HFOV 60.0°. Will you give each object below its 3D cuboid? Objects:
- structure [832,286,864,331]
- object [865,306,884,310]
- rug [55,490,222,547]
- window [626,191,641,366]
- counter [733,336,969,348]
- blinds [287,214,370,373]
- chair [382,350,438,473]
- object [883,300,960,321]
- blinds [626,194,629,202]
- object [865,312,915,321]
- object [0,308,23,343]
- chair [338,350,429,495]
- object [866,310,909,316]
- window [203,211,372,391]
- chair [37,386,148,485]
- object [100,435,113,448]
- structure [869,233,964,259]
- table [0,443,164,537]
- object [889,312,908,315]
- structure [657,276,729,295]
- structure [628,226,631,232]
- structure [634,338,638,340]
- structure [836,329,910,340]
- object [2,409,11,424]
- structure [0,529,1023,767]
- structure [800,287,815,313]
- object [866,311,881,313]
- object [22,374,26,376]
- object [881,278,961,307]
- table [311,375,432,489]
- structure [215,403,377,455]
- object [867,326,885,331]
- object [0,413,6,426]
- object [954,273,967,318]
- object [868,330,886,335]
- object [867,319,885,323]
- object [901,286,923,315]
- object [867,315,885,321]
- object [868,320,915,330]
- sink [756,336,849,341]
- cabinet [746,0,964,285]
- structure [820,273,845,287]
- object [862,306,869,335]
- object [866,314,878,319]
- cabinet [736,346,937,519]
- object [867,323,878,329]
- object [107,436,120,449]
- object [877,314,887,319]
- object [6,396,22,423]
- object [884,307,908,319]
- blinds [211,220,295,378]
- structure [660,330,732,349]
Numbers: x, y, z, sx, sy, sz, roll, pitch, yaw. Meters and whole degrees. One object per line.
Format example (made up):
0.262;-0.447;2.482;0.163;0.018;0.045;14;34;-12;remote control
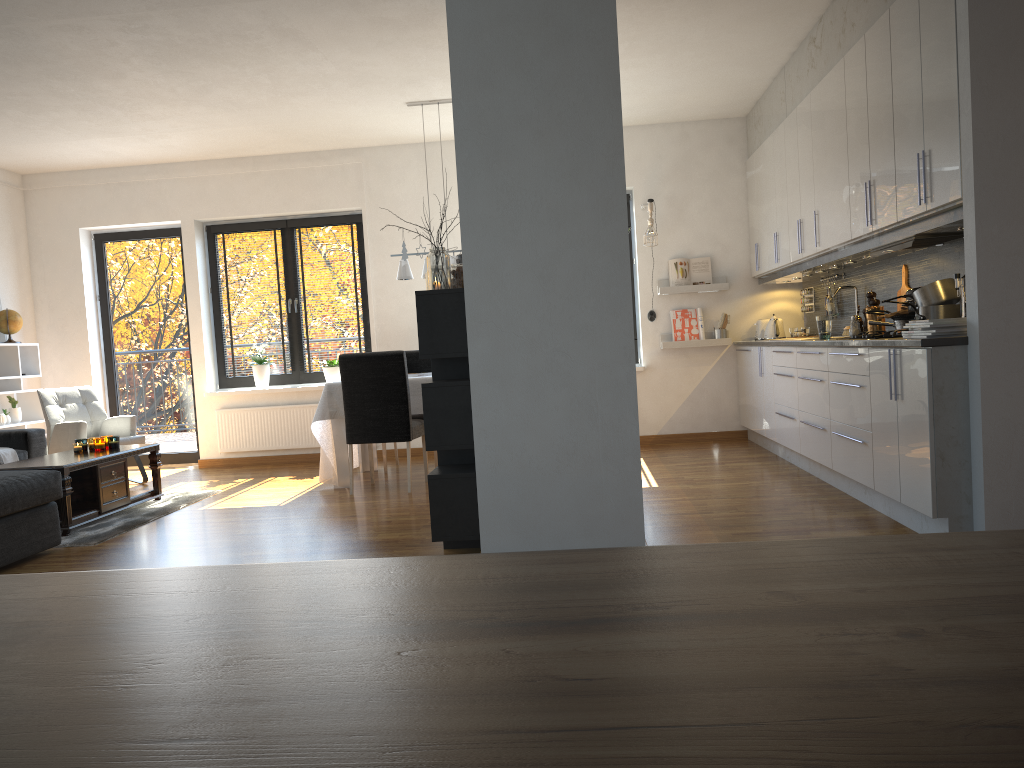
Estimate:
2.317;-0.500;6.058;0.195;0.347;0.167;-4;3;-3;structure
2.120;-0.433;5.184;0.099;0.047;0.100;-4;2;0;object
-2.737;0.858;5.747;1.052;0.034;1.812;-3;2;4;rug
0.358;-0.905;8.067;1.561;1.589;0.119;-3;3;4;window
2.105;-0.198;5.647;0.622;0.192;4.246;-3;2;4;counter
-1.666;-0.827;8.179;0.710;1.423;0.049;-3;3;4;blinds
-0.812;0.207;7.218;0.461;0.961;0.544;-3;3;4;chair
2.050;-0.352;4.396;0.347;0.154;0.200;-4;3;-16;object
0.736;-0.969;7.999;0.710;1.423;0.049;-3;3;4;blinds
2.114;-0.360;4.762;0.347;0.082;0.243;-2;3;41;object
-4.318;-0.495;7.612;0.216;0.305;0.216;-2;3;21;object
-0.882;0.251;6.237;0.461;0.961;0.544;-3;3;9;chair
2.113;-0.373;4.748;0.356;0.080;0.246;-3;2;7;object
-0.419;0.850;20.025;12.974;18.385;21.810;-2;3;34;window
-3.412;0.434;7.176;0.685;0.832;0.544;-2;3;29;chair
-2.757;0.395;6.038;0.079;0.081;0.079;-4;3;-1;object
2.116;-0.759;4.546;0.362;0.148;0.623;-3;2;4;structure
-2.770;0.658;5.651;0.570;0.409;1.178;-3;2;4;table
2.093;-0.372;4.727;0.336;0.021;0.065;-5;3;-37;object
1.570;-0.858;7.699;0.594;0.129;0.147;-3;3;4;structure
0.536;-0.607;4.232;0.052;0.462;0.585;-3;3;4;structure
0.567;-0.105;4.260;0.052;0.462;0.585;-3;3;4;structure
2.013;-0.261;4.592;0.500;0.041;0.662;-3;2;4;structure
-4.269;0.271;7.477;0.072;0.137;0.072;-4;3;-15;object
0.307;-1.045;1.406;2.685;4.134;4.578;-3;3;4;structure
2.495;-0.706;7.496;0.045;0.210;0.279;-3;3;4;structure
2.122;-0.412;5.187;0.100;0.036;0.100;-2;3;33;object
-4.310;-0.185;7.755;0.066;0.230;0.075;-4;3;-16;object
2.082;-0.436;4.485;0.202;0.169;0.371;-5;3;-23;object
-0.476;0.305;6.742;1.856;0.763;1.234;-3;3;5;table
-1.968;0.419;8.060;1.457;0.460;0.078;-3;3;3;structure
2.130;-0.318;5.185;0.099;0.048;0.100;-3;3;23;object
-4.262;0.296;7.339;0.134;0.098;0.132;-5;3;-26;object
2.095;-0.410;3.968;0.206;0.370;0.353;-3;3;4;object
2.132;-0.295;5.184;0.100;0.036;0.100;-2;3;37;object
2.130;-0.356;5.187;0.100;0.043;0.099;-4;2;-8;object
2.169;-0.437;4.670;0.197;0.159;0.190;-6;3;-39;object
2.128;-0.377;5.187;0.101;0.057;0.099;-3;3;16;object
2.137;-0.327;4.784;0.232;0.061;0.351;-5;3;-22;object
2.135;-0.246;6.356;0.475;0.169;1.420;-3;2;4;sink
2.113;-1.311;5.581;0.458;1.070;4.232;-3;2;4;cabinet
2.421;-0.786;6.719;0.067;0.081;0.442;-3;2;4;structure
2.116;-0.372;5.270;0.058;0.184;0.058;-1;4;37;object
2.123;-0.396;5.188;0.100;0.036;0.100;-4;2;-2;object
1.837;0.108;5.684;0.040;0.691;4.220;-3;2;4;cabinet
2.129;-0.335;5.186;0.099;0.051;0.099;-4;3;-10;object
-2.680;0.393;5.966;0.079;0.081;0.079;-4;3;-1;object
2.048;-0.375;4.753;0.334;0.044;0.064;-5;3;-34;object
-4.256;0.217;7.589;0.098;0.236;0.097;-4;3;-8;object
2.058;-0.382;4.741;0.334;0.061;0.059;-6;4;-43;object
-2.386;-0.784;8.233;0.710;1.423;0.049;-3;3;4;blinds
1.599;-0.387;7.725;0.594;0.129;0.147;-3;3;4;structure
